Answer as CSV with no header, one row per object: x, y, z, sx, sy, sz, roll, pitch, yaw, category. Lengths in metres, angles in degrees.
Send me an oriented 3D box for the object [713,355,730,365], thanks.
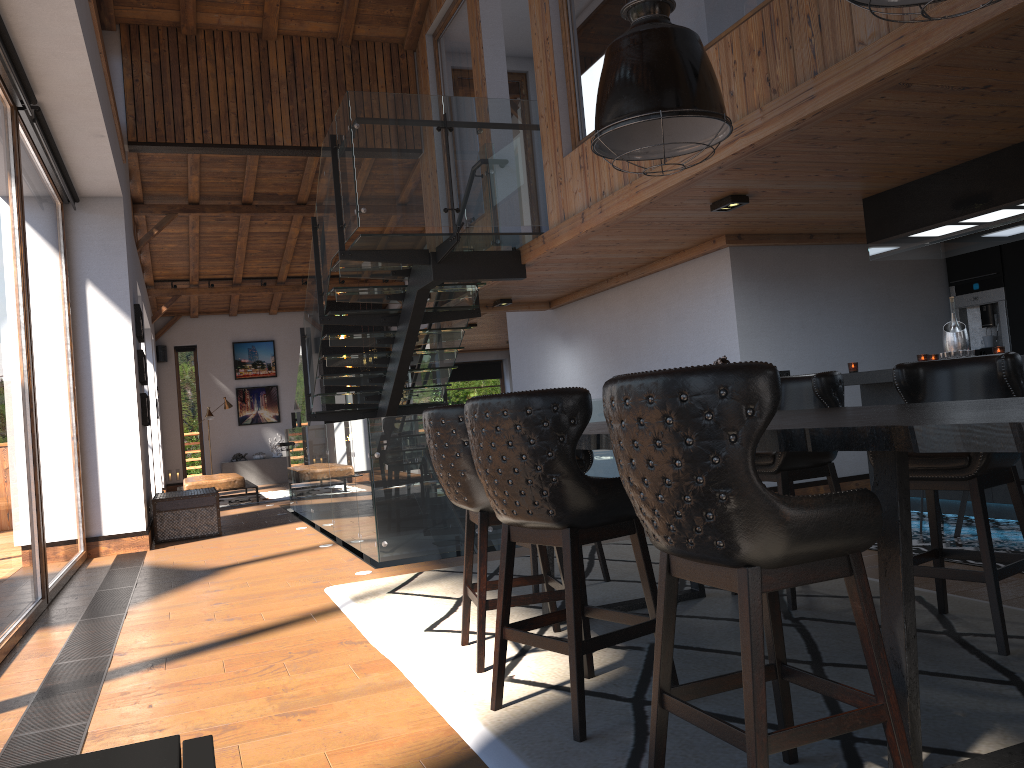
0.767,0.019,3.330,0.114,0.254,0.223,-7,-3,32,object

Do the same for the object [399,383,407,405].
-2.576,0.624,20.104,0.498,2.613,0.462,-4,-3,-21,object

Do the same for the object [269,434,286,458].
-5.045,1.320,18.984,0.422,0.532,0.262,-7,-3,38,object

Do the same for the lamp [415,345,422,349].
-2.041,-0.816,19.509,0.156,0.068,0.259,-4,-2,-21,lamp

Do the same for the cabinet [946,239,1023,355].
5.602,-0.477,5.630,0.548,2.381,6.372,-4,-2,-21,cabinet

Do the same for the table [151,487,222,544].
-3.668,1.459,10.002,0.690,0.470,1.243,-4,-2,-21,table

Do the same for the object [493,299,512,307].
-0.112,-0.978,10.600,0.156,0.068,0.259,-4,-2,-21,object

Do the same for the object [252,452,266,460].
-5.400,1.530,18.924,0.283,0.161,0.257,-4,-2,-19,object

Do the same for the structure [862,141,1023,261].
3.518,-1.276,5.214,0.717,0.476,3.221,-4,-2,-21,structure

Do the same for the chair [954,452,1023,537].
3.064,0.516,5.469,0.473,0.840,0.533,-4,-3,-24,chair

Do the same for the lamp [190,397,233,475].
-5.991,1.207,17.763,0.527,1.900,1.321,-5,-2,0,lamp

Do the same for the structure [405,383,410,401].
-2.567,0.616,20.098,0.506,2.618,0.507,-4,-3,-21,structure

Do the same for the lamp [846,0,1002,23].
1.010,-3.367,2.520,0.616,4.687,0.627,-6,-3,24,lamp

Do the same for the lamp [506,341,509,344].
-0.014,-0.970,20.318,0.156,0.068,0.259,-4,-2,-21,lamp

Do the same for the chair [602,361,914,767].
0.545,0.502,2.097,0.573,1.092,0.499,-4,-3,-22,chair

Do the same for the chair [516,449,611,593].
0.185,0.638,5.232,0.508,1.092,0.563,-4,-3,-22,chair

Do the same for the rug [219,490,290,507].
-3.641,1.831,15.036,3.840,0.053,2.410,-4,-2,-21,rug

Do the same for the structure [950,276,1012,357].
4.411,-0.488,8.261,0.257,0.946,0.592,-4,-3,-21,structure

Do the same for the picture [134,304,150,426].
-4.139,-0.191,9.922,0.060,1.313,0.767,-4,-3,-21,picture

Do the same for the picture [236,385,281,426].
-5.506,0.467,19.234,0.887,0.816,0.035,-4,-3,-22,picture

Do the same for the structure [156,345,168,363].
-7.321,-0.629,18.527,0.215,0.349,0.211,-4,-3,-21,structure

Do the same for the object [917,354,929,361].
2.935,-0.170,6.330,0.078,0.081,0.080,-7,-3,34,object

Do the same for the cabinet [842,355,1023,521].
3.714,0.311,4.966,0.896,1.104,4.758,-4,-2,-21,cabinet

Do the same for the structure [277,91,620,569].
-2.665,1.136,7.642,9.289,6.401,10.927,-4,-2,-21,structure

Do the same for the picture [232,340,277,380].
-5.594,-0.524,19.278,0.887,0.816,0.035,-4,-3,-22,picture

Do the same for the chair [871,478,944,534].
2.763,0.566,6.154,0.473,0.840,0.534,-4,-3,-21,chair

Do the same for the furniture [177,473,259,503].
-4.938,1.744,14.749,1.185,0.437,2.735,-4,-2,-21,furniture

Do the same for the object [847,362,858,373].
2.672,-0.127,6.939,0.079,0.081,0.079,-6,-2,14,object

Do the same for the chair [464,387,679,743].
0.167,0.565,2.972,0.575,1.092,0.498,-3,-3,-37,chair

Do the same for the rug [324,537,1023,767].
0.889,1.073,3.690,2.573,0.047,5.581,-4,-2,-21,rug

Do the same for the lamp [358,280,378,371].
-2.886,-1.373,17.340,0.264,2.203,0.794,-4,-3,-30,lamp

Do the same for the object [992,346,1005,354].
3.346,-0.215,6.088,0.078,0.081,0.080,-7,-3,34,object

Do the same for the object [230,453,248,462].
-5.765,1.545,18.759,0.402,0.183,0.228,-6,-2,22,object

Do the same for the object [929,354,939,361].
3.148,-0.180,6.620,0.078,0.081,0.080,-7,-3,34,object

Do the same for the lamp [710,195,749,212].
1.520,-1.269,6.201,0.156,0.068,0.259,-4,-2,-21,lamp

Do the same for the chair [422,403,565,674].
-0.053,0.620,3.756,0.571,1.092,0.501,-5,-2,-12,chair

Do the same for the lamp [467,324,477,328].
-0.736,-1.049,15.986,0.156,0.068,0.259,-4,-2,-21,lamp

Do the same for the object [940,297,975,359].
3.056,-0.374,6.118,0.228,0.453,0.223,-4,-3,-21,object

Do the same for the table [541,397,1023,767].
0.904,0.605,3.388,1.441,0.950,3.763,-4,-2,-21,table

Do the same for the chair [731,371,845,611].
1.396,0.502,4.388,0.573,1.092,0.499,-4,-3,-22,chair

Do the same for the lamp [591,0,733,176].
0.462,-3.269,3.997,0.616,4.687,0.627,-6,-3,24,lamp

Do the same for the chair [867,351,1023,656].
1.774,0.439,3.513,0.575,1.092,0.498,-3,-3,-37,chair
